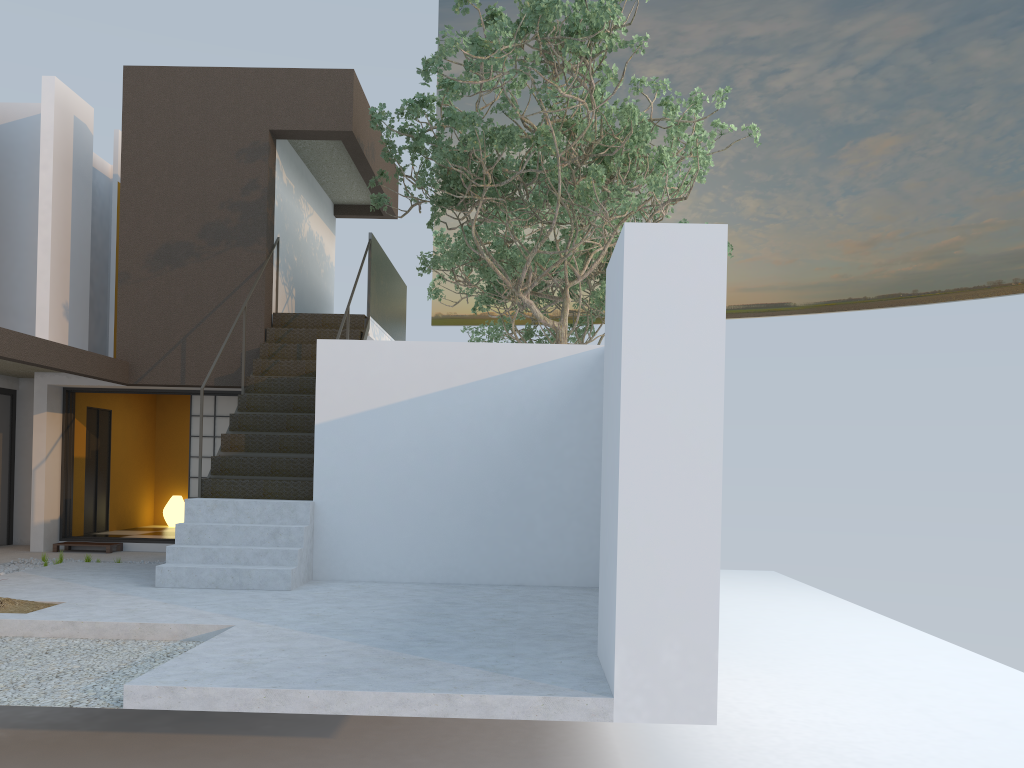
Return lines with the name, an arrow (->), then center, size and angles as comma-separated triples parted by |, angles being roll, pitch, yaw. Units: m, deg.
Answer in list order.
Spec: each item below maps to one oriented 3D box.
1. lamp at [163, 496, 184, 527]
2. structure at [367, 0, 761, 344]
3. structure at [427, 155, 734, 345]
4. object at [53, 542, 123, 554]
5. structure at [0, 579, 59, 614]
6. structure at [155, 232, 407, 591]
lamp -> -5.205, 1.984, 13.692 | 0.387, 0.500, 0.395 | 2, -2, -10
structure -> 0.526, -2.018, 10.205 | 4.339, 3.696, 5.757 | 2, -4, -19
structure -> 1.226, -1.483, 16.781 | 5.514, 4.697, 7.316 | 2, -4, -19
object -> -5.233, 2.019, 10.907 | 0.703, 0.100, 0.351 | 1, -5, 1
structure -> -3.915, 1.529, 6.343 | 1.203, 0.291, 0.749 | 1, -5, 1
structure -> -2.348, 0.086, 10.756 | 1.158, 3.938, 6.571 | 1, -4, 1
